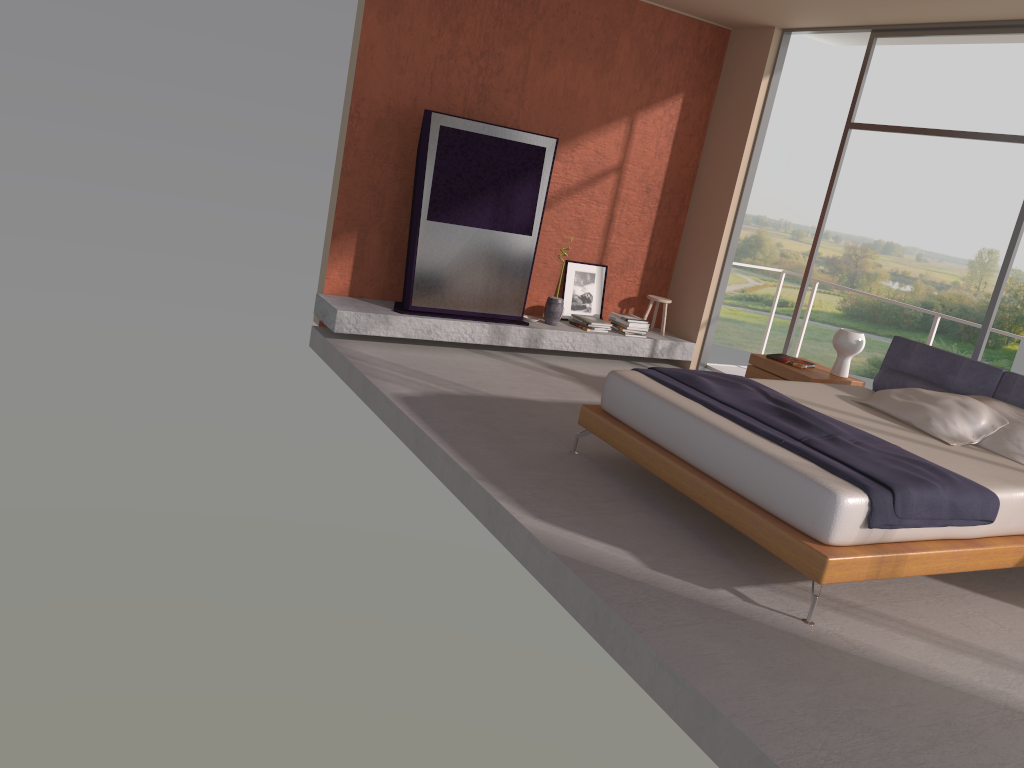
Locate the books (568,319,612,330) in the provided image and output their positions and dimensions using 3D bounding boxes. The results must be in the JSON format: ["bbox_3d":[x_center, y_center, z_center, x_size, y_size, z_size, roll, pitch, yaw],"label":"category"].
[{"bbox_3d":[0.716,-0.546,8.137,0.247,0.018,0.328,-3,20,-44],"label":"books"}]

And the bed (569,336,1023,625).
[{"bbox_3d":[1.950,0.311,5.058,2.462,0.959,2.017,3,16,-29],"label":"bed"}]

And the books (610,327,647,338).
[{"bbox_3d":[1.075,-0.490,8.310,0.247,0.018,0.328,4,16,-28],"label":"books"}]

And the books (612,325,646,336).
[{"bbox_3d":[1.076,-0.509,8.311,0.247,0.018,0.287,3,16,-30],"label":"books"}]

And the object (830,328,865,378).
[{"bbox_3d":[2.430,-0.224,6.462,0.224,0.338,0.224,7,15,-18],"label":"object"}]

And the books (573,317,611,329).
[{"bbox_3d":[0.730,-0.563,8.121,0.247,0.025,0.287,4,16,-27],"label":"books"}]

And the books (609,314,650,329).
[{"bbox_3d":[1.094,-0.584,8.286,0.247,0.038,0.319,2,17,-32],"label":"books"}]

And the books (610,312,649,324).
[{"bbox_3d":[1.097,-0.616,8.283,0.247,0.025,0.287,3,16,-30],"label":"books"}]

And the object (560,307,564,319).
[{"bbox_3d":[0.382,-0.645,8.128,0.179,0.137,0.180,7,15,-17],"label":"object"}]

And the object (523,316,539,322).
[{"bbox_3d":[0.166,-0.571,7.901,0.152,0.040,0.152,12,14,4],"label":"object"}]

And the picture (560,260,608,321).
[{"bbox_3d":[0.676,-0.859,8.333,0.458,0.550,0.117,3,16,-29],"label":"picture"}]

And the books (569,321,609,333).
[{"bbox_3d":[0.704,-0.523,8.129,0.247,0.025,0.287,2,17,-33],"label":"books"}]

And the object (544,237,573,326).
[{"bbox_3d":[0.423,-0.918,7.847,0.165,0.810,0.165,10,14,-7],"label":"object"}]

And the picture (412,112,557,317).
[{"bbox_3d":[-0.247,-1.332,7.223,1.129,1.496,0.126,3,16,-29],"label":"picture"}]

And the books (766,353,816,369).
[{"bbox_3d":[2.091,-0.173,6.648,0.287,0.025,0.247,23,18,39],"label":"books"}]

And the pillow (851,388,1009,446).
[{"bbox_3d":[2.514,0.152,5.391,0.431,0.264,0.869,6,15,-22],"label":"pillow"}]

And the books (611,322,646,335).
[{"bbox_3d":[1.088,-0.521,8.283,0.247,0.025,0.287,6,15,-19],"label":"books"}]

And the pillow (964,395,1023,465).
[{"bbox_3d":[2.839,0.262,5.180,0.400,0.265,0.791,4,16,-27],"label":"pillow"}]

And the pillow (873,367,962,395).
[{"bbox_3d":[2.888,0.197,5.510,0.205,0.201,1.470,3,16,-29],"label":"pillow"}]

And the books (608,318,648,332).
[{"bbox_3d":[1.088,-0.553,8.294,0.247,0.027,0.328,4,16,-28],"label":"books"}]

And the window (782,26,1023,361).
[{"bbox_3d":[3.946,-0.384,4.881,0.075,3.133,6.106,3,16,-29],"label":"window"}]

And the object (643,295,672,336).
[{"bbox_3d":[1.401,-0.665,8.590,0.260,0.349,0.257,19,16,28],"label":"object"}]

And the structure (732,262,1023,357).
[{"bbox_3d":[4.018,0.511,5.481,0.728,1.005,7.689,3,16,-29],"label":"structure"}]

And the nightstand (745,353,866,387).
[{"bbox_3d":[2.141,0.141,6.656,0.562,0.556,0.628,3,16,-29],"label":"nightstand"}]

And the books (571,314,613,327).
[{"bbox_3d":[0.731,-0.584,8.119,0.247,0.018,0.328,2,17,-32],"label":"books"}]
